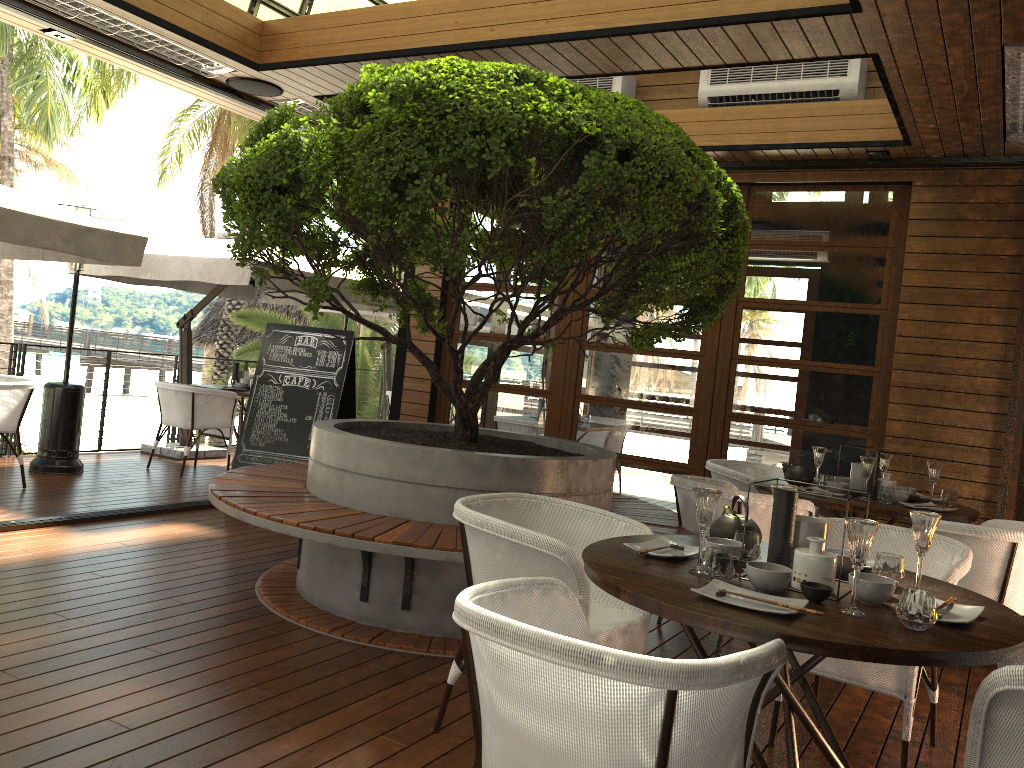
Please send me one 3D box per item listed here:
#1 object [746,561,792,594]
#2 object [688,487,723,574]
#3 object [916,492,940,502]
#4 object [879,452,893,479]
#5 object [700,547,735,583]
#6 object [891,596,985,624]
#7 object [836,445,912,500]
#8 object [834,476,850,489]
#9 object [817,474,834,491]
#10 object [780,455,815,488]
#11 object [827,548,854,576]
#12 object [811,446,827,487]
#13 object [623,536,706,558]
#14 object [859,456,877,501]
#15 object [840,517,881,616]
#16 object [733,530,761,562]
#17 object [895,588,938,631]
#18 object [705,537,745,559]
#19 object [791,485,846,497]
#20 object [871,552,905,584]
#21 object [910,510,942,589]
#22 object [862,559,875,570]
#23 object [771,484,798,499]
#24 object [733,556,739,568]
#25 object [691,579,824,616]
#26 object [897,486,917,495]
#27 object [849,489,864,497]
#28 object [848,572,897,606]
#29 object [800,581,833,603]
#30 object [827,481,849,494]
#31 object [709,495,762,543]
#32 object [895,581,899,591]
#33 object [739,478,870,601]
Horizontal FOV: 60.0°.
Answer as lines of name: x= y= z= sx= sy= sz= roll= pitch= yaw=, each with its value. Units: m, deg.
object: x=0.663 y=0.506 z=2.297 sx=0.116 sy=0.065 sz=0.116 roll=5 pitch=1 yaw=-36
object: x=0.526 y=0.403 z=2.440 sx=0.082 sy=0.227 sz=0.082 roll=6 pitch=0 yaw=39
object: x=2.299 y=0.638 z=5.050 sx=0.170 sy=0.025 sz=0.295 roll=6 pitch=1 yaw=-21
object: x=2.163 y=0.516 z=5.168 sx=0.082 sy=0.227 sz=0.082 roll=6 pitch=0 yaw=-20
object: x=0.543 y=0.481 z=2.337 sx=0.086 sy=0.086 sz=0.086 roll=6 pitch=1 yaw=-7
object: x=1.093 y=0.572 z=2.259 sx=0.170 sy=0.025 sz=0.294 roll=7 pitch=2 yaw=38
object: x=1.995 y=0.489 z=4.896 sx=0.263 sy=0.264 sz=0.264 roll=6 pitch=1 yaw=-26
object: x=1.924 y=0.576 z=5.138 sx=0.116 sy=0.065 sz=0.116 roll=7 pitch=1 yaw=40
object: x=1.745 y=0.551 z=4.929 sx=0.086 sy=0.086 sz=0.086 roll=6 pitch=1 yaw=29
object: x=1.626 y=0.489 z=5.013 sx=0.163 sy=0.179 sz=0.168 roll=6 pitch=1 yaw=-22
object: x=0.975 y=0.531 z=2.628 sx=0.116 sy=0.065 sz=0.116 roll=5 pitch=1 yaw=-36
object: x=1.749 y=0.474 z=5.073 sx=0.082 sy=0.227 sz=0.082 roll=6 pitch=0 yaw=-36
object: x=0.449 y=0.495 z=2.643 sx=0.170 sy=0.025 sz=0.294 roll=7 pitch=2 yaw=38
object: x=1.856 y=0.495 z=4.646 sx=0.082 sy=0.227 sz=0.082 roll=6 pitch=0 yaw=-20
object: x=0.839 y=0.443 z=2.152 sx=0.082 sy=0.227 sz=0.082 roll=6 pitch=0 yaw=34
object: x=0.705 y=0.491 z=2.675 sx=0.086 sy=0.086 sz=0.086 roll=6 pitch=1 yaw=-2
object: x=0.949 y=0.530 z=2.078 sx=0.086 sy=0.086 sz=0.086 roll=6 pitch=1 yaw=-2
object: x=0.620 y=0.494 z=2.597 sx=0.116 sy=0.065 sz=0.116 roll=7 pitch=1 yaw=42
object: x=1.638 y=0.576 z=4.694 sx=0.170 sy=0.025 sz=0.295 roll=6 pitch=1 yaw=-21
object: x=1.082 y=0.534 z=2.546 sx=0.086 sy=0.086 sz=0.086 roll=6 pitch=1 yaw=-7
object: x=1.129 y=0.467 z=2.445 sx=0.082 sy=0.227 sz=0.082 roll=6 pitch=0 yaw=39
object: x=1.008 y=0.551 z=2.808 sx=0.295 sy=0.025 sz=0.170 roll=7 pitch=2 yaw=33
object: x=0.834 y=0.429 z=2.752 sx=0.082 sy=0.227 sz=0.082 roll=6 pitch=0 yaw=22
object: x=0.596 y=0.506 z=2.493 sx=0.080 sy=0.042 sz=0.080 roll=6 pitch=1 yaw=7
object: x=0.595 y=0.522 z=2.125 sx=0.295 sy=0.025 sz=0.170 roll=7 pitch=2 yaw=33
object: x=2.184 y=0.608 z=4.927 sx=0.116 sy=0.065 sz=0.116 roll=6 pitch=1 yaw=0
object: x=1.842 y=0.588 z=4.742 sx=0.080 sy=0.042 sz=0.080 roll=6 pitch=1 yaw=8
object: x=0.930 y=0.534 z=2.295 sx=0.116 sy=0.065 sz=0.116 roll=7 pitch=1 yaw=42
object: x=0.768 y=0.530 z=2.241 sx=0.080 sy=0.042 sz=0.080 roll=6 pitch=1 yaw=-5
object: x=1.767 y=0.566 z=4.816 sx=0.116 sy=0.065 sz=0.116 roll=6 pitch=1 yaw=0
object: x=0.714 y=0.442 z=2.825 sx=0.168 sy=0.179 sz=0.163 roll=7 pitch=1 yaw=40
object: x=1.002 y=0.551 z=2.398 sx=0.080 sy=0.042 sz=0.080 roll=6 pitch=1 yaw=7
object: x=0.811 y=0.418 z=2.451 sx=0.264 sy=0.264 sz=0.263 roll=7 pitch=1 yaw=33
